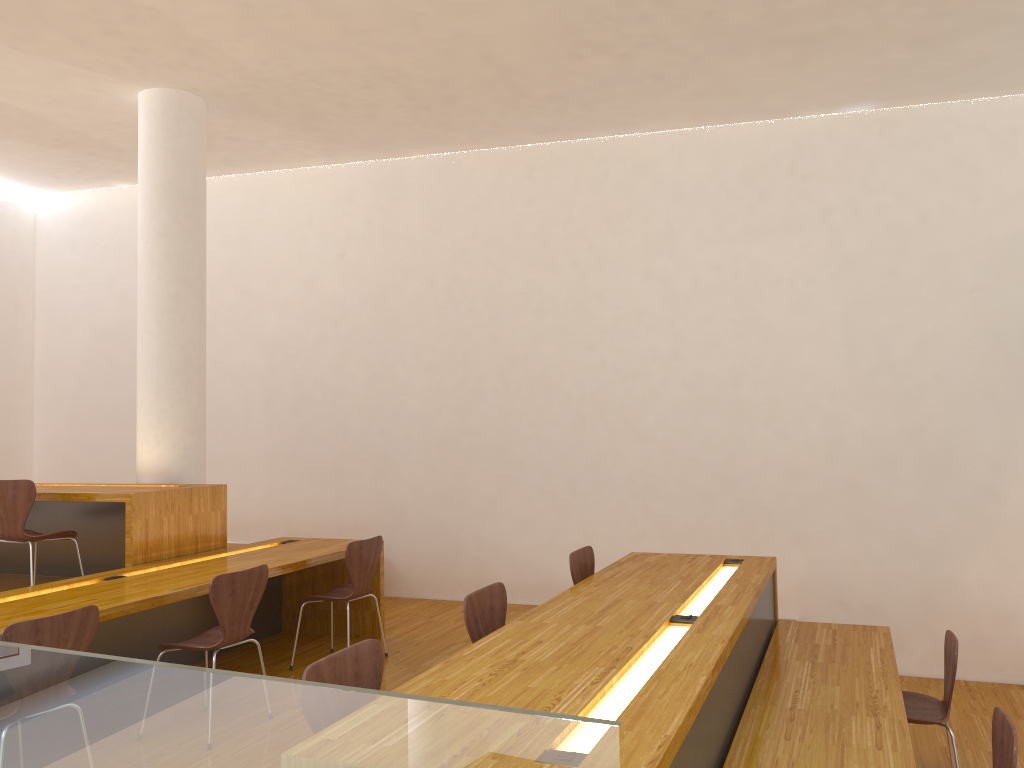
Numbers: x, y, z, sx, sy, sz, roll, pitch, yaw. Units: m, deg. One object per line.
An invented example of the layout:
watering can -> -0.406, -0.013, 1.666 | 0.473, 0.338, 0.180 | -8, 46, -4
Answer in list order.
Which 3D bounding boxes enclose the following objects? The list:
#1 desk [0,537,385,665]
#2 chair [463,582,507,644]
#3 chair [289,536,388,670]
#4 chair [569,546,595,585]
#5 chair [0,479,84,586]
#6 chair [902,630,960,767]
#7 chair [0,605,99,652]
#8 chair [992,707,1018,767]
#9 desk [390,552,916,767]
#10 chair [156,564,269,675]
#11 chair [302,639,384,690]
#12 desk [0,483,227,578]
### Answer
desk -> -1.723, 1.228, 4.211 | 0.760, 0.606, 3.185 | -2, -3, 21
chair -> 0.062, 1.094, 3.186 | 0.381, 0.693, 0.428 | -2, -3, 21
chair -> -0.962, 1.206, 4.948 | 0.381, 0.693, 0.428 | -2, -3, 21
chair -> 0.498, 1.142, 4.217 | 0.381, 0.693, 0.428 | -2, -3, 21
chair -> -2.614, 0.860, 4.849 | 0.428, 0.693, 0.381 | -2, -3, 21
chair -> 1.686, 1.412, 3.749 | 0.381, 0.693, 0.428 | -2, -3, 21
chair -> -1.672, 1.113, 2.984 | 0.381, 0.693, 0.428 | -2, -3, 21
chair -> 1.322, 1.361, 2.691 | 0.381, 0.693, 0.428 | -2, -3, 21
desk -> 0.685, 1.282, 3.083 | 1.285, 0.918, 3.236 | -2, -3, 21
chair -> -1.326, 1.156, 3.891 | 0.381, 0.693, 0.428 | -2, -3, 21
chair -> -0.285, 1.051, 2.280 | 0.381, 0.693, 0.428 | -2, -3, 21
desk -> -3.346, 0.950, 5.581 | 3.185, 0.606, 0.760 | -2, -3, 21
